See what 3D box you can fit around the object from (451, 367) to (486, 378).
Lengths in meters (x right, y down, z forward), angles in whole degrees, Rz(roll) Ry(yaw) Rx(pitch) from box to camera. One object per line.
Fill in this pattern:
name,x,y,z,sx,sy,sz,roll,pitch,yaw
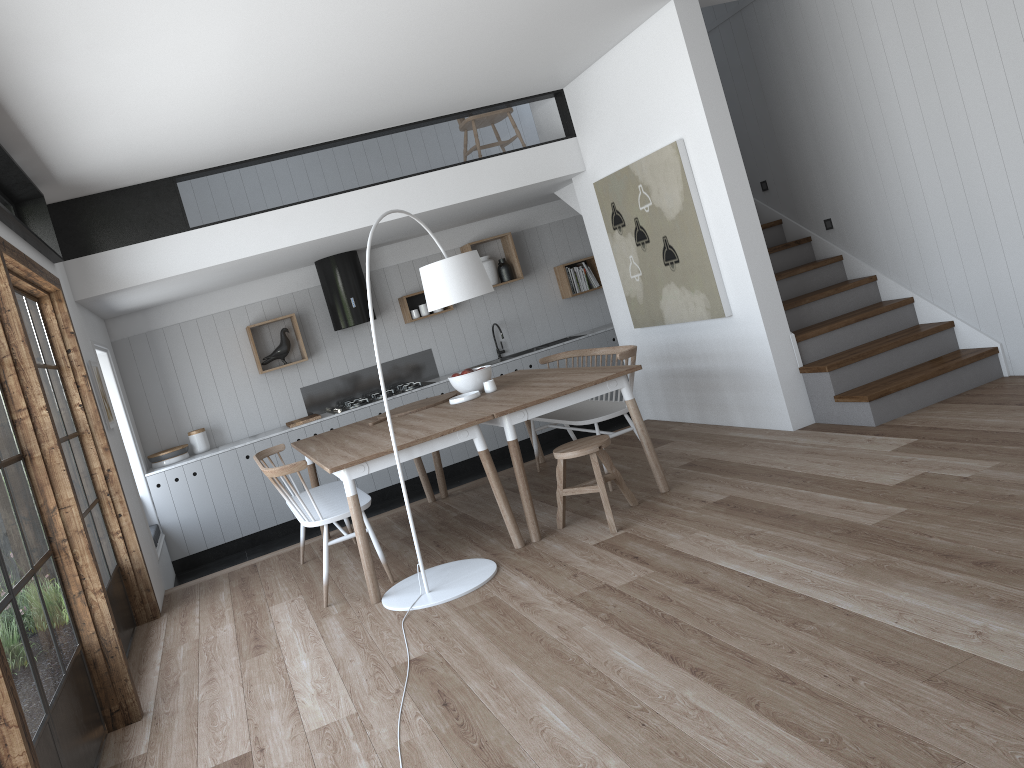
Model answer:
object,-0.276,-0.029,6.117,0.241,0.167,0.247,-13,5,33

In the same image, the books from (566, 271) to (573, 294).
books,0.545,-1.045,9.098,0.013,0.280,0.213,-17,3,-18

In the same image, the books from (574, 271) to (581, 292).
books,0.646,-1.042,9.092,0.018,0.219,0.155,-17,3,-18

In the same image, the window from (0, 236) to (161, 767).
window,-1.740,0.437,3.053,0.159,2.250,5.488,-17,5,-18

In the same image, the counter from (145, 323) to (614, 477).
counter,-0.429,-0.122,8.595,6.052,0.020,0.588,-18,6,-17

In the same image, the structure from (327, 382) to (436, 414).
structure,-1.246,0.107,8.346,0.971,0.048,0.563,-18,6,-17

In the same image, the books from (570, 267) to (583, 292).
books,0.655,-1.069,9.109,0.025,0.263,0.163,-17,3,-18

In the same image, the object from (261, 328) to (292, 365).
object,-2.203,-0.327,8.234,0.330,0.334,0.141,-17,3,-16

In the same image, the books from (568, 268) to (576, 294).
books,0.576,-1.055,9.109,0.013,0.281,0.222,-17,3,-18

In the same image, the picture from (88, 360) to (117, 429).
picture,-2.770,0.072,5.970,0.029,0.469,0.441,-17,4,-18

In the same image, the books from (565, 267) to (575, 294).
books,0.563,-1.052,9.095,0.021,0.285,0.209,-17,3,-18

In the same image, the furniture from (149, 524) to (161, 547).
furniture,-3.073,1.295,6.893,0.589,0.115,1.068,-18,6,-18

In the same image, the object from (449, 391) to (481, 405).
object,-0.316,0.092,5.922,0.211,0.035,0.219,-21,7,-38

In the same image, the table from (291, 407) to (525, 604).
table,-0.760,0.658,5.662,0.924,0.747,2.074,-18,5,-18

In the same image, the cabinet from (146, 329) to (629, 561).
cabinet,-0.226,0.248,8.335,6.049,0.746,0.010,-18,2,-17

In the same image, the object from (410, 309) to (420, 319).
object,-0.939,-0.674,8.560,0.084,0.088,0.082,-15,4,18

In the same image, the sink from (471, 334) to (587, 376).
sink,0.154,-0.237,8.742,1.163,0.166,0.460,-18,5,-17

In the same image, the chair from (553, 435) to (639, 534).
chair,0.491,0.528,4.893,0.425,0.448,0.492,-18,4,-31

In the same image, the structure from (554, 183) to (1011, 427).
structure,1.695,-0.980,6.998,1.043,2.623,3.660,-17,4,-18

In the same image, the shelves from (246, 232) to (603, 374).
shelves,-0.787,-0.859,8.671,3.535,0.796,0.304,-18,3,-17

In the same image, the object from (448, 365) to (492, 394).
object,-0.272,-0.008,6.121,0.311,0.164,0.320,-18,5,-21

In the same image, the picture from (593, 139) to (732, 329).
picture,1.063,-1.038,6.509,0.059,1.216,1.317,-17,4,-18

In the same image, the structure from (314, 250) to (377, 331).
structure,-1.602,-0.973,8.366,0.421,0.867,0.408,-15,3,29

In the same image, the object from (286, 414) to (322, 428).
object,-1.918,0.337,8.122,0.287,0.030,0.406,-18,6,-18

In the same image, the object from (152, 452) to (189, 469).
object,-3.044,0.679,7.879,0.330,0.055,0.322,-14,6,21

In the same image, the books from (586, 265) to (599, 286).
books,0.803,-1.112,9.132,0.075,0.248,0.144,-17,3,-18

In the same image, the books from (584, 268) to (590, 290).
books,0.745,-1.074,9.110,0.014,0.223,0.145,-17,3,-18

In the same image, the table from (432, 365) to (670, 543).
table,0.084,0.384,5.927,0.924,0.747,2.074,-18,5,-18

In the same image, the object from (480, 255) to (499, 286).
object,-0.265,-1.118,8.834,0.233,0.301,0.224,-13,5,45

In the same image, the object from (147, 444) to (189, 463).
object,-3.060,0.623,7.877,0.366,0.065,0.354,-13,7,32

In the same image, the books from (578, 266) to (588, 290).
books,0.716,-1.082,9.113,0.011,0.254,0.144,-17,3,-18

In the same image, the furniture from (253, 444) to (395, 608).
furniture,-1.179,0.776,5.398,0.537,0.808,1.382,-17,5,-18

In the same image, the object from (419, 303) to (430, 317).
object,-0.852,-0.717,8.588,0.085,0.115,0.087,-17,3,-18

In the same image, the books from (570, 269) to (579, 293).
books,0.614,-1.051,9.080,0.014,0.257,0.165,-17,3,-18

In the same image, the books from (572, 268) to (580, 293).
books,0.624,-1.055,9.094,0.014,0.257,0.165,-17,3,-18

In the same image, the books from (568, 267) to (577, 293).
books,0.584,-1.059,9.119,0.010,0.280,0.231,-17,3,-18

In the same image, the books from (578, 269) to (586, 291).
books,0.696,-1.066,9.109,0.015,0.234,0.152,-17,3,-18

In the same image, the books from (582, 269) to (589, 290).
books,0.732,-1.071,9.110,0.011,0.228,0.145,-17,3,-18

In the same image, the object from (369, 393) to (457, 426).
object,-0.687,0.164,6.356,0.599,0.023,0.677,-16,6,5

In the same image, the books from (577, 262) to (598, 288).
books,0.776,-1.120,9.134,0.096,0.290,0.159,-17,3,-18

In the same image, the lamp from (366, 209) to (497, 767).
lamp,-0.629,0.185,3.462,0.876,2.017,5.210,-16,5,7

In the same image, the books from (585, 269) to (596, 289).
books,0.780,-1.083,9.133,0.069,0.221,0.145,-17,3,-18

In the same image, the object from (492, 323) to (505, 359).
object,-0.106,-0.433,8.819,0.089,0.374,0.294,-17,3,-18

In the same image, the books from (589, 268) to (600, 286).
books,0.817,-1.106,9.140,0.068,0.221,0.145,-17,3,-18

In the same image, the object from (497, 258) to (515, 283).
object,-0.069,-1.148,8.904,0.157,0.235,0.155,-17,3,-20

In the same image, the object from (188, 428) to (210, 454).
object,-2.837,0.522,8.017,0.157,0.212,0.151,-14,4,41

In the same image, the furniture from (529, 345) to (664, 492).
furniture,0.501,0.209,6.130,0.537,0.808,1.382,-17,5,-18

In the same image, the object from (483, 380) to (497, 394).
object,-0.148,0.018,5.949,0.082,0.078,0.084,-17,4,-18

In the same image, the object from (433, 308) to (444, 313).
object,-0.726,-0.740,8.655,0.126,0.073,0.111,-20,6,-39

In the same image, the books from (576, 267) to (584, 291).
books,0.674,-1.072,9.114,0.014,0.257,0.165,-17,3,-18

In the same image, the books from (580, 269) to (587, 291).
books,0.711,-1.066,9.105,0.011,0.226,0.145,-17,3,-18
